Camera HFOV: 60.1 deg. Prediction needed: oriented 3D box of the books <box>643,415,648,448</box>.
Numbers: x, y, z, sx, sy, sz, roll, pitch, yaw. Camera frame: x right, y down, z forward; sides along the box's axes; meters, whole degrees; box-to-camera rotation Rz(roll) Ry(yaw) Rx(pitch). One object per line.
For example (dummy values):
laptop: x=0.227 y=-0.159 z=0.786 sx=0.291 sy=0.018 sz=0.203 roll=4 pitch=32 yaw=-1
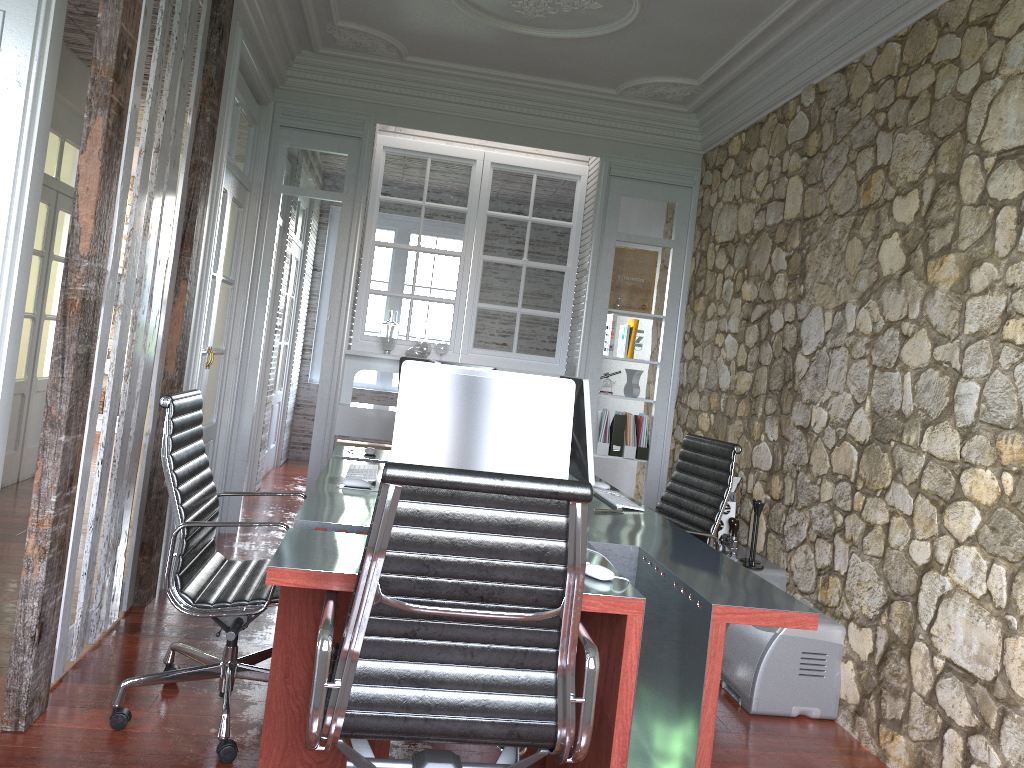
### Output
books: x=0.878 y=0.349 z=5.983 sx=0.013 sy=0.289 sz=0.194 roll=7 pitch=-1 yaw=-4

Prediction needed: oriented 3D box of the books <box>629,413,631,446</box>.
books: x=0.779 y=0.338 z=5.956 sx=0.045 sy=0.287 sz=0.194 roll=7 pitch=-1 yaw=-2

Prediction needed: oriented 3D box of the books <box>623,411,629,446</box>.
books: x=0.768 y=0.332 z=5.962 sx=0.045 sy=0.283 sz=0.180 roll=7 pitch=-1 yaw=-2

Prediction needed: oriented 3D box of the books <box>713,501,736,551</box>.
books: x=0.985 y=0.687 z=4.318 sx=0.197 sy=0.240 sz=0.058 roll=7 pitch=-2 yaw=-8

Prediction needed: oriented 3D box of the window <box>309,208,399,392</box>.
window: x=-1.277 y=-0.828 z=9.481 sx=1.538 sy=1.942 sz=0.127 roll=7 pitch=-2 yaw=-8

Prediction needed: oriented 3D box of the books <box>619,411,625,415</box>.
books: x=0.721 y=0.331 z=5.949 sx=0.009 sy=0.289 sz=0.194 roll=7 pitch=-1 yaw=-3

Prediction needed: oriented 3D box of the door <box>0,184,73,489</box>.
door: x=-3.376 y=-0.346 z=6.268 sx=0.041 sy=2.089 sz=1.076 roll=7 pitch=-1 yaw=-8

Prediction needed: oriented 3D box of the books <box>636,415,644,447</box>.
books: x=0.847 y=0.352 z=5.979 sx=0.024 sy=0.278 sz=0.194 roll=7 pitch=-1 yaw=-4

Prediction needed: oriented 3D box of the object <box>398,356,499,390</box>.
object: x=-0.314 y=0.138 z=4.050 sx=0.484 sy=0.486 sz=0.189 roll=7 pitch=-1 yaw=17

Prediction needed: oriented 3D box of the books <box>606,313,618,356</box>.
books: x=0.654 y=-0.331 z=6.011 sx=0.042 sy=0.287 sz=0.216 roll=7 pitch=-1 yaw=-8

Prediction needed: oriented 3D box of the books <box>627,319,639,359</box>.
books: x=0.797 y=-0.305 z=6.004 sx=0.055 sy=0.268 sz=0.192 roll=7 pitch=-1 yaw=-8

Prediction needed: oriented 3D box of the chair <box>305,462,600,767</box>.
chair: x=-0.168 y=0.668 z=2.003 sx=0.665 sy=1.025 sz=0.698 roll=7 pitch=-1 yaw=-4

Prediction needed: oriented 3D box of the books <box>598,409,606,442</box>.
books: x=0.593 y=0.314 z=5.957 sx=0.037 sy=0.288 sz=0.194 roll=7 pitch=-1 yaw=0

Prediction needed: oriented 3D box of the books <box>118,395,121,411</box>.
books: x=-4.821 y=0.244 z=10.755 sx=0.057 sy=0.228 sz=0.171 roll=7 pitch=-1 yaw=-8

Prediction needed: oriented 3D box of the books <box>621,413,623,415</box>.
books: x=0.708 y=0.332 z=5.945 sx=0.030 sy=0.283 sz=0.180 roll=7 pitch=-1 yaw=-3

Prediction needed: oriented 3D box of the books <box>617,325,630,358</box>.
books: x=0.755 y=-0.288 z=5.999 sx=0.026 sy=0.223 sz=0.161 roll=7 pitch=-1 yaw=-8

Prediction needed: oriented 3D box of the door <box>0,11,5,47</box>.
door: x=-2.284 y=-0.188 z=2.788 sx=1.056 sy=2.183 sz=0.041 roll=7 pitch=-2 yaw=-8

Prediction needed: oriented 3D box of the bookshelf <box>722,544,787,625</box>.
bookshelf: x=0.924 y=1.027 z=4.557 sx=0.436 sy=0.460 sz=1.195 roll=7 pitch=1 yaw=-8

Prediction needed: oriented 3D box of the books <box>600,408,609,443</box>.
books: x=0.608 y=0.313 z=5.964 sx=0.038 sy=0.296 sz=0.180 roll=7 pitch=-1 yaw=0

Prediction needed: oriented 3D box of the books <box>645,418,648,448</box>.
books: x=0.892 y=0.355 z=5.984 sx=0.023 sy=0.283 sz=0.194 roll=7 pitch=-1 yaw=-4

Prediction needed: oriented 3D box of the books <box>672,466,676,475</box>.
books: x=0.959 y=0.620 z=4.641 sx=0.259 sy=0.352 sz=0.065 roll=7 pitch=-2 yaw=-8

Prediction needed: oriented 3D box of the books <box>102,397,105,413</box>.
books: x=-4.910 y=0.252 z=10.730 sx=0.048 sy=0.192 sz=0.144 roll=7 pitch=-1 yaw=-8

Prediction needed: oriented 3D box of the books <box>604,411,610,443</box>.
books: x=0.634 y=0.322 z=5.957 sx=0.022 sy=0.289 sz=0.194 roll=7 pitch=-1 yaw=0

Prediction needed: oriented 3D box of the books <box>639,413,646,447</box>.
books: x=0.866 y=0.346 z=5.990 sx=0.030 sy=0.291 sz=0.180 roll=7 pitch=-1 yaw=-4

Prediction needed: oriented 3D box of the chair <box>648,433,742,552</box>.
chair: x=0.548 y=0.716 z=3.711 sx=0.698 sy=1.025 sz=0.665 roll=7 pitch=-1 yaw=-12

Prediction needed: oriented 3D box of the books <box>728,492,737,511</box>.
books: x=0.984 y=0.664 z=4.353 sx=0.221 sy=0.283 sz=0.061 roll=7 pitch=-2 yaw=-8

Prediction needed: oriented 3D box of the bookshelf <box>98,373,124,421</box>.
bookshelf: x=-4.726 y=0.169 z=10.725 sx=1.399 sy=0.551 sz=0.400 roll=7 pitch=-1 yaw=-8

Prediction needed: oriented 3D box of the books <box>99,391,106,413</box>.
books: x=-4.950 y=0.208 z=10.719 sx=0.044 sy=0.270 sz=0.140 roll=7 pitch=-1 yaw=-8

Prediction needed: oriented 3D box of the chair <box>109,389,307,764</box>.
chair: x=-0.853 y=0.567 z=2.879 sx=0.698 sy=1.025 sz=0.665 roll=7 pitch=-1 yaw=-13

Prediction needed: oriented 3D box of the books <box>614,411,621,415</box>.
books: x=0.685 y=0.327 z=5.947 sx=0.039 sy=0.288 sz=0.194 roll=7 pitch=-1 yaw=-3

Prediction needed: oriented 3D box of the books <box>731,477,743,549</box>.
books: x=1.001 y=0.629 z=4.389 sx=0.271 sy=0.355 sz=0.063 roll=7 pitch=-2 yaw=-8

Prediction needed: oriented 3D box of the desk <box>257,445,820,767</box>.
desk: x=-0.113 y=0.790 z=3.270 sx=1.299 sy=0.728 sz=2.508 roll=7 pitch=1 yaw=-8
